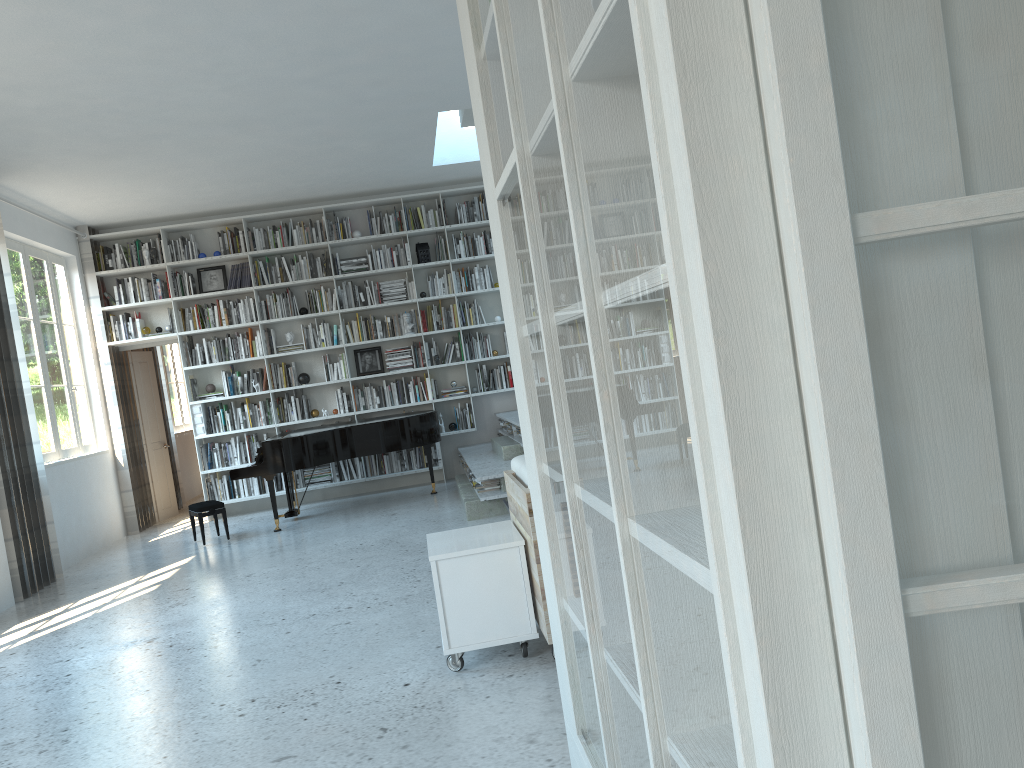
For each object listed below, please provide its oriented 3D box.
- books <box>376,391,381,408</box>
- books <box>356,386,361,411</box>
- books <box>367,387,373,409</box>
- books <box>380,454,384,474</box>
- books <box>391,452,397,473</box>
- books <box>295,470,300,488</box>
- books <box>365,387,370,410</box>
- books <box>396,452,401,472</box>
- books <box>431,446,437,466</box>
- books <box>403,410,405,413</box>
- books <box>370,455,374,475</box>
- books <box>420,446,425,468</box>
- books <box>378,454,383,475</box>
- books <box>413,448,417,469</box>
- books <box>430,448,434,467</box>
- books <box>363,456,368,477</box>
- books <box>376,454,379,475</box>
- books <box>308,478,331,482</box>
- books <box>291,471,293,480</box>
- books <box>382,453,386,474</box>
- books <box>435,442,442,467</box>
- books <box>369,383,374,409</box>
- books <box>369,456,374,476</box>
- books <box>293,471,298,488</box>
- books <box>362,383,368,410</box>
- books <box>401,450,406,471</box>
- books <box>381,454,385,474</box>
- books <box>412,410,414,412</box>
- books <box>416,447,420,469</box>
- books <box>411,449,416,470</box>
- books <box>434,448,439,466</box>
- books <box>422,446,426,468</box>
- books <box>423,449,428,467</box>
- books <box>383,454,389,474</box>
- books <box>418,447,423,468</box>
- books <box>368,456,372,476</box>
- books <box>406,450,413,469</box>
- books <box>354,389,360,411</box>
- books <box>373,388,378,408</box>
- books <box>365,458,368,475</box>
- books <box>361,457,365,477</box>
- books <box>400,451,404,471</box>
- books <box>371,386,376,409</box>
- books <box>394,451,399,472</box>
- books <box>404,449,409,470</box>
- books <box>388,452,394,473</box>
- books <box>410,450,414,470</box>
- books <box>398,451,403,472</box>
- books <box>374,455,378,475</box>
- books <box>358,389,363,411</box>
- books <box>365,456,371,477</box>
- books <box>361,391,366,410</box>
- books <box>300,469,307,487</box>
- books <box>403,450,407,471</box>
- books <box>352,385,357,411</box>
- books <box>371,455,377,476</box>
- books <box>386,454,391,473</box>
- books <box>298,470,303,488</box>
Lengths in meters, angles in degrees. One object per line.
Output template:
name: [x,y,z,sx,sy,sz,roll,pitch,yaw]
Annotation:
books: [-1.461,0.170,9.697,0.029,0.184,0.174,-9,2,-6]
books: [-1.672,0.155,9.689,0.011,0.275,0.146,-9,2,-6]
books: [-1.551,0.152,9.698,0.027,0.246,0.179,-9,2,-6]
books: [-1.427,0.867,9.738,0.012,0.239,0.128,-9,2,-6]
books: [-1.301,0.850,9.754,0.030,0.235,0.138,-9,2,-6]
books: [-2.320,1.008,9.631,0.023,0.231,0.164,-9,2,-6]
books: [-1.578,0.154,9.712,0.024,0.248,0.132,-9,2,-6]
books: [-1.244,0.857,9.758,0.024,0.203,0.144,-9,2,-6]
books: [-0.863,0.792,9.782,0.029,0.218,0.191,-9,2,-6]
books: [-1.156,0.441,9.685,0.013,0.303,0.181,-9,2,-6]
books: [-1.532,0.873,9.738,0.010,0.259,0.131,-9,2,-6]
books: [-0.990,0.800,9.786,0.028,0.239,0.140,-9,2,-6]
books: [-1.445,0.866,9.739,0.022,0.247,0.143,-9,2,-6]
books: [-1.068,0.785,9.759,0.011,0.293,0.184,-9,2,-6]
books: [-0.887,0.776,9.785,0.012,0.256,0.176,-9,2,-6]
books: [-1.604,0.887,9.721,0.012,0.254,0.161,-9,2,-6]
books: [-1.476,0.838,9.724,0.034,0.311,0.170,-9,2,-6]
books: [-2.098,1.039,9.659,0.254,0.007,0.161,-9,1,-10]
books: [-2.394,1.036,9.633,0.025,0.198,0.160,-9,2,-6]
books: [-1.405,0.855,9.745,0.012,0.255,0.150,-9,2,-6]
books: [-0.805,0.758,9.731,0.038,0.269,0.277,-9,2,-6]
books: [-1.534,0.131,9.696,0.013,0.282,0.166,-9,2,-6]
books: [-1.548,0.835,9.723,0.014,0.340,0.139,-9,2,-6]
books: [-2.354,1.038,9.630,0.053,0.184,0.148,-9,2,-6]
books: [-1.607,0.137,9.714,0.027,0.291,0.140,-9,2,-6]
books: [-1.198,0.784,9.744,0.014,0.336,0.182,-9,2,-6]
books: [-1.418,0.847,9.743,0.012,0.276,0.154,-9,2,-6]
books: [-1.064,0.432,9.699,0.015,0.293,0.169,-9,2,-6]
books: [-1.037,0.802,9.752,0.044,0.251,0.187,-9,2,-6]
books: [-1.081,0.829,9.757,0.029,0.210,0.170,-9,2,-6]
books: [-0.836,0.805,9.798,0.023,0.182,0.148,-9,2,-6]
books: [-0.971,0.788,9.772,0.011,0.258,0.171,-9,2,-6]
books: [-0.950,0.818,9.786,0.024,0.191,0.155,-9,2,-6]
books: [-1.379,0.877,9.723,0.028,0.206,0.174,-9,2,-6]
books: [-1.014,0.765,9.758,0.013,0.317,0.186,-9,2,-6]
books: [-1.556,0.856,9.705,0.014,0.301,0.184,-9,2,-6]
books: [-1.129,0.835,9.779,0.040,0.212,0.129,-9,2,-6]
books: [-1.691,0.174,9.694,0.029,0.244,0.154,-9,2,-6]
books: [-1.490,0.157,9.698,0.023,0.217,0.174,-9,2,-6]
books: [-1.592,0.893,9.726,0.010,0.238,0.134,-9,2,-6]
books: [-1.628,0.899,9.726,0.021,0.237,0.115,-9,2,-6]
books: [-1.208,0.847,9.753,0.022,0.213,0.167,-9,2,-6]
books: [-1.516,0.147,9.717,0.021,0.244,0.141,-9,2,-6]
books: [-1.274,0.833,9.756,0.028,0.261,0.132,-9,2,-6]
books: [-1.163,0.815,9.766,0.024,0.262,0.131,-9,2,-6]
books: [-1.332,0.825,9.746,0.026,0.294,0.155,-9,2,-6]
books: [-1.100,0.834,9.750,0.010,0.206,0.180,-9,2,-6]
books: [-1.230,0.814,9.745,0.013,0.285,0.184,-9,2,-6]
books: [-1.500,0.829,9.721,0.012,0.337,0.144,-9,2,-6]
books: [-1.649,0.173,9.681,0.027,0.234,0.167,-9,2,-6]
books: [-1.573,0.881,9.704,0.026,0.256,0.183,-9,2,-6]
books: [-1.624,0.182,9.696,0.024,0.208,0.170,-9,2,-6]
books: [-2.275,0.975,9.645,0.027,0.282,0.129,-9,2,-6]
books: [-1.181,0.805,9.748,0.014,0.288,0.184,-9,2,-6]
books: [-1.714,0.157,9.694,0.012,0.285,0.159,-9,2,-6]
books: [-1.514,0.868,9.730,0.025,0.264,0.145,-9,2,-6]
books: [-1.354,0.877,9.757,0.030,0.197,0.143,-9,2,-6]
books: [-2.297,1.007,9.643,0.027,0.227,0.139,-9,2,-6]
